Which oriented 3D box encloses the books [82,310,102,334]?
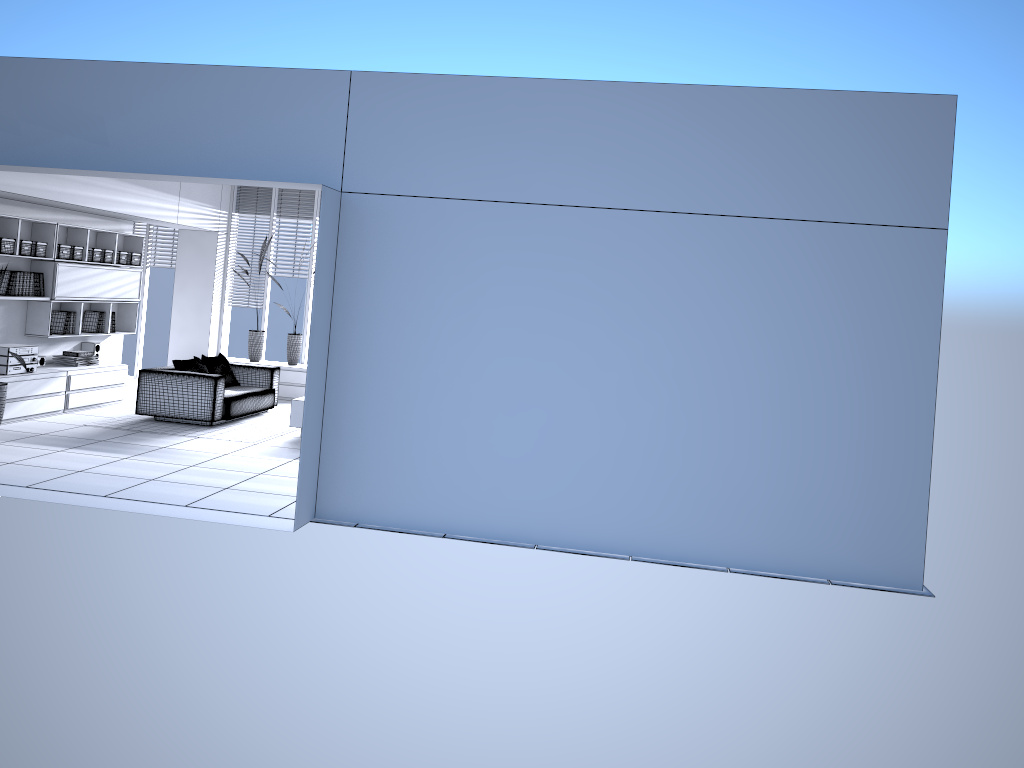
[{"bbox_3d":[-5.006,-0.738,10.489,0.208,0.260,0.074,5,0,8],"label":"books"}]

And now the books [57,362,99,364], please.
[{"bbox_3d":[-4.989,-0.253,10.118,0.286,0.008,0.416,5,5,9],"label":"books"}]

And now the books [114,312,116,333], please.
[{"bbox_3d":[-4.967,-0.764,10.819,0.208,0.260,0.074,5,0,9],"label":"books"}]

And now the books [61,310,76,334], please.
[{"bbox_3d":[-5.076,-0.702,10.040,0.208,0.259,0.050,5,-1,9],"label":"books"}]

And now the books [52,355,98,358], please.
[{"bbox_3d":[-4.997,-0.319,10.076,0.286,0.008,0.416,5,5,9],"label":"books"}]

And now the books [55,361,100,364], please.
[{"bbox_3d":[-4.987,-0.262,10.125,0.286,0.008,0.416,5,5,9],"label":"books"}]

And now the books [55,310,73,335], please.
[{"bbox_3d":[-5.084,-0.697,9.989,0.208,0.259,0.050,5,-1,9],"label":"books"}]

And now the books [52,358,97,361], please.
[{"bbox_3d":[-5.002,-0.290,10.076,0.286,0.008,0.416,5,5,9],"label":"books"}]

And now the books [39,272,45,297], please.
[{"bbox_3d":[-5.121,-1.073,9.468,0.208,0.258,0.072,5,0,8],"label":"books"}]

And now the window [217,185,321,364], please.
[{"bbox_3d":[-1.440,-1.227,12.332,5.509,3.127,0.100,5,-1,9],"label":"window"}]

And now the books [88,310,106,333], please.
[{"bbox_3d":[-4.995,-0.747,10.588,0.208,0.259,0.050,5,-1,9],"label":"books"}]

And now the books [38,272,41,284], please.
[{"bbox_3d":[-5.150,-1.073,9.449,0.208,0.258,0.072,5,0,9],"label":"books"}]

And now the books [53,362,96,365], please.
[{"bbox_3d":[-5.001,-0.243,10.108,0.286,0.008,0.416,5,5,9],"label":"books"}]

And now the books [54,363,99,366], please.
[{"bbox_3d":[-4.992,-0.233,10.125,0.286,0.008,0.416,5,5,9],"label":"books"}]

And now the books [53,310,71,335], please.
[{"bbox_3d":[-5.090,-0.692,9.922,0.208,0.260,0.074,5,0,8],"label":"books"}]

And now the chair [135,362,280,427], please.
[{"bbox_3d":[-3.367,0.087,10.021,0.961,0.551,1.653,5,5,8],"label":"chair"}]

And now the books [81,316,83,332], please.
[{"bbox_3d":[-5.064,-0.711,10.176,0.208,0.259,0.050,5,-1,9],"label":"books"}]

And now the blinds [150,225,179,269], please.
[{"bbox_3d":[-4.986,-2.390,13.006,0.637,1.377,0.039,5,-1,9],"label":"blinds"}]

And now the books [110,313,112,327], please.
[{"bbox_3d":[-4.983,-0.756,10.724,0.208,0.259,0.050,5,-1,9],"label":"books"}]

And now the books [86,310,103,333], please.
[{"bbox_3d":[-5.002,-0.741,10.521,0.208,0.260,0.074,5,0,8],"label":"books"}]

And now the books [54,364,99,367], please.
[{"bbox_3d":[-4.993,-0.224,10.118,0.286,0.008,0.416,5,5,9],"label":"books"}]

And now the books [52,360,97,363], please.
[{"bbox_3d":[-4.994,-0.271,10.086,0.286,0.008,0.416,5,5,9],"label":"books"}]

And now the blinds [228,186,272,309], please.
[{"bbox_3d":[-3.764,-2.044,12.783,0.637,1.883,0.057,4,-1,9],"label":"blinds"}]

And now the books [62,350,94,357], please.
[{"bbox_3d":[-4.960,-0.346,10.081,0.208,0.050,0.259,6,5,13],"label":"books"}]

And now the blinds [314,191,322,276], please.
[{"bbox_3d":[-2.484,-2.072,12.594,0.637,1.357,0.057,5,-1,9],"label":"blinds"}]

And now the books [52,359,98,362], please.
[{"bbox_3d":[-4.993,-0.281,10.092,0.286,0.008,0.416,5,5,9],"label":"books"}]

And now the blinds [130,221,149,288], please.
[{"bbox_3d":[-5.637,-2.223,13.098,0.637,1.903,0.039,4,-1,9],"label":"blinds"}]

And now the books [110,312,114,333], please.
[{"bbox_3d":[-4.972,-0.761,10.788,0.208,0.260,0.074,5,0,9],"label":"books"}]

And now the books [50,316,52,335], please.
[{"bbox_3d":[-5.140,-0.668,9.655,0.208,0.260,0.074,5,0,9],"label":"books"}]

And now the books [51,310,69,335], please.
[{"bbox_3d":[-5.094,-0.689,9.891,0.208,0.260,0.074,5,0,8],"label":"books"}]

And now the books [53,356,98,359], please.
[{"bbox_3d":[-4.988,-0.309,10.093,0.286,0.008,0.416,5,5,9],"label":"books"}]

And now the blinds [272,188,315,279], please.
[{"bbox_3d":[-3.113,-2.212,12.692,0.637,1.366,0.051,5,-1,9],"label":"blinds"}]

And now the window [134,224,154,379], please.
[{"bbox_3d":[-5.697,-1.625,13.003,0.689,3.128,0.100,4,-1,8],"label":"window"}]

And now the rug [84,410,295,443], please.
[{"bbox_3d":[-3.242,0.398,9.785,1.800,0.001,2.238,5,5,8],"label":"rug"}]
